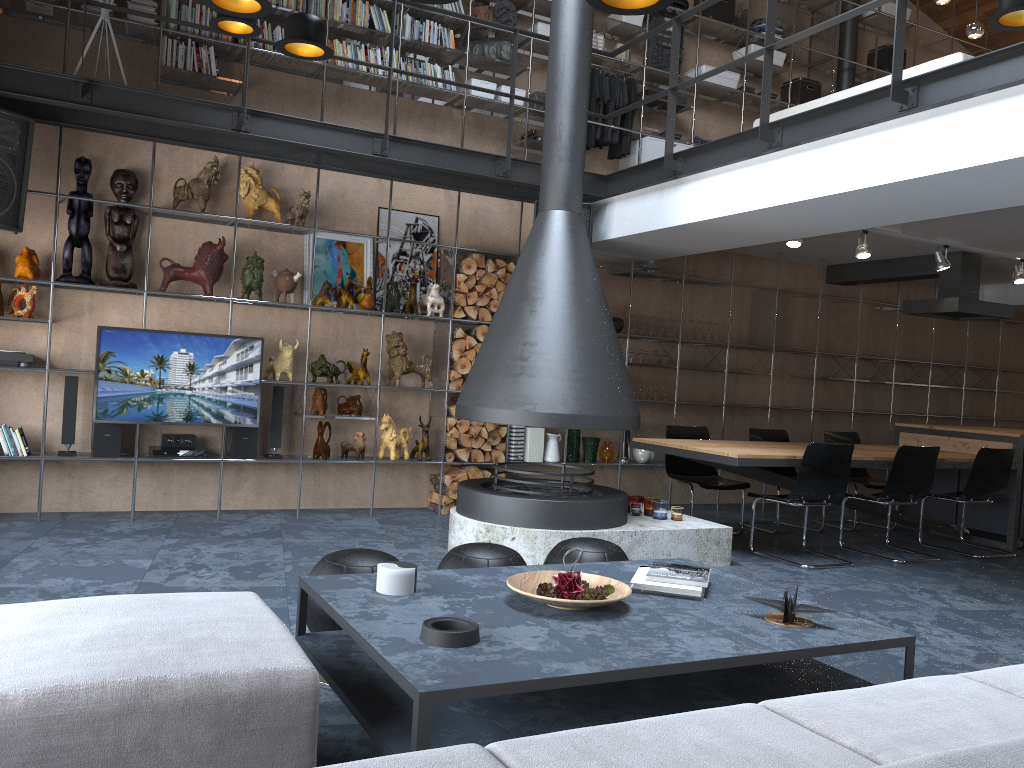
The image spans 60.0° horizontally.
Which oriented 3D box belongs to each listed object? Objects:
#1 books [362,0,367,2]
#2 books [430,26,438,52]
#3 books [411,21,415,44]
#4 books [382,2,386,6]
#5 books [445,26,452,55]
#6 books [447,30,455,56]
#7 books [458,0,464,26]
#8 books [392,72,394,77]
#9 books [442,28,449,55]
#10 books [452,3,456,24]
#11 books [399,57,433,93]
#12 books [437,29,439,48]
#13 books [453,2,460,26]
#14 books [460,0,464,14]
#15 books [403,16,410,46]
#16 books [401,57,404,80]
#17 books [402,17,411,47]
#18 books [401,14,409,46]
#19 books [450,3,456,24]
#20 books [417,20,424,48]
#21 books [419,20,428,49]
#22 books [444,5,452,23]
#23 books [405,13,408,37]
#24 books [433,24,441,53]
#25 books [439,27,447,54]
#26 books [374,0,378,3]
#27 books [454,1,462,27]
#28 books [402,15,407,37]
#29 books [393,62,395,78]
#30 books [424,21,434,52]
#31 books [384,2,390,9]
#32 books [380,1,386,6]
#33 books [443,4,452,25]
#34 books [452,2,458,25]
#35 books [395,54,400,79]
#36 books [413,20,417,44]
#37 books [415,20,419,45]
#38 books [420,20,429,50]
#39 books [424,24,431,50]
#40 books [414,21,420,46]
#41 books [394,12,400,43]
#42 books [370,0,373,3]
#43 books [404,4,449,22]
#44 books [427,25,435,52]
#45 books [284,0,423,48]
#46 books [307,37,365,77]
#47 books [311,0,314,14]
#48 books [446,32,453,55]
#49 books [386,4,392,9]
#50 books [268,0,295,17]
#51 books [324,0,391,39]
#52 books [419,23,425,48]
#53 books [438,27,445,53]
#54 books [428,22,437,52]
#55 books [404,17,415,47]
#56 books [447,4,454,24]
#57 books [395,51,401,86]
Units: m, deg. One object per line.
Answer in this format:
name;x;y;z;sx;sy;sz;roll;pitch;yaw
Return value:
books;-1.321;-3.048;6.645;0.509;0.216;0.131;3;1;-27
books;-0.627;-2.740;7.051;0.014;0.173;0.136;3;0;-27
books;-0.789;-2.747;6.954;0.010;0.167;0.130;3;0;-27
books;-0.994;-3.012;6.823;0.042;0.180;0.131;3;0;-27
books;-0.520;-2.740;7.071;0.050;0.186;0.129;3;0;-27
books;-0.497;-2.727;7.096;0.056;0.165;0.129;3;0;-27
books;-0.426;-2.978;7.104;0.074;0.176;0.117;3;0;-27
books;-0.957;-2.440;6.863;0.057;0.201;0.139;3;0;-27
books;-0.541;-2.735;7.082;0.053;0.175;0.115;3;0;-27
books;-0.486;-2.989;7.078;0.079;0.192;0.127;3;0;-27
books;-0.765;-2.429;6.967;0.273;0.210;0.136;3;0;-27
books;-0.610;-2.724;7.041;0.009;0.143;0.128;3;0;-27
books;-0.462;-2.990;7.095;0.088;0.200;0.125;3;0;-27
books;-0.413;-2.974;7.104;0.068;0.169;0.112;3;0;-27
books;-0.831;-2.760;6.940;0.013;0.190;0.148;3;0;-27
books;-0.879;-2.437;6.911;0.047;0.201;0.137;3;0;-27
books;-0.825;-2.760;6.956;0.013;0.190;0.148;3;0;-27
books;-0.852;-2.769;6.955;0.012;0.204;0.192;3;1;-27
books;-0.492;-2.990;7.067;0.079;0.192;0.127;3;0;-27
books;-0.727;-2.753;6.982;0.010;0.188;0.129;3;0;-27
books;-0.700;-2.753;6.989;0.013;0.190;0.148;3;0;-27
books;-0.534;-2.992;7.058;0.079;0.192;0.127;3;0;-27
books;-0.860;-2.771;6.946;0.012;0.207;0.191;3;0;-27
books;-0.601;-2.746;7.050;0.010;0.188;0.129;3;0;-27
books;-0.563;-2.732;7.061;0.053;0.167;0.148;3;0;-27
books;-1.060;-3.028;6.789;0.049;0.205;0.149;3;0;-27
books;-0.452;-2.998;7.112;0.092;0.215;0.161;3;0;-27
books;-0.867;-2.762;6.928;0.018;0.189;0.169;3;0;-27
books;-0.940;-2.430;6.870;0.042;0.180;0.131;3;0;-27
books;-0.663;-2.753;7.024;0.023;0.195;0.146;3;0;-27
books;-0.981;-3.038;6.845;0.053;0.233;0.148;3;0;-27
books;-0.999;-3.039;6.801;0.053;0.233;0.148;3;0;-27
books;-0.533;-3.001;7.078;0.084;0.209;0.164;3;0;-27
books;-0.468;-2.975;7.082;0.072;0.166;0.119;3;0;-27
books;-0.914;-2.441;6.893;0.049;0.205;0.149;3;0;-27
books;-0.776;-2.745;6.948;0.010;0.169;0.130;3;0;-27
books;-0.769;-2.747;6.966;0.018;0.171;0.146;3;0;-27
books;-0.690;-2.752;7.000;0.013;0.190;0.148;3;0;-27
books;-0.677;-2.737;7.005;0.019;0.161;0.143;3;0;-27
books;-0.758;-2.749;6.976;0.010;0.176;0.148;3;0;-27
books;-0.911;-2.774;6.929;0.010;0.207;0.207;3;1;-27
books;-1.077;-3.044;6.781;0.062;0.236;0.143;3;0;-27
books;-0.729;-3.007;6.939;0.497;0.206;0.139;3;1;-27
books;-0.649;-2.739;7.033;0.014;0.167;0.148;3;0;-27
books;-1.190;-2.792;6.736;1.040;0.212;0.138;3;1;-27
books;-1.337;-2.463;6.652;0.467;0.211;0.139;3;1;-27
books;-1.499;-2.813;6.598;0.020;0.218;0.143;3;0;-27
books;-0.510;-2.719;7.087;0.045;0.147;0.131;3;0;-27
books;-0.952;-3.020;6.851;0.047;0.201;0.137;3;0;-27
books;-1.745;-2.825;6.439;0.311;0.216;0.130;3;0;-27
books;-1.162;-2.785;6.729;0.494;0.208;0.139;3;1;-27
books;-0.720;-2.743;6.990;0.010;0.167;0.130;3;0;-27
books;-0.572;-2.733;7.048;0.046;0.167;0.130;3;0;-27
books;-0.634;-2.749;7.035;0.013;0.190;0.148;3;0;-27
books;-0.805;-2.758;6.953;0.021;0.187;0.161;3;0;-27
books;-0.524;-3.001;7.083;0.082;0.209;0.170;3;1;-28
books;-0.908;-2.454;6.904;0.053;0.233;0.148;3;0;-27
